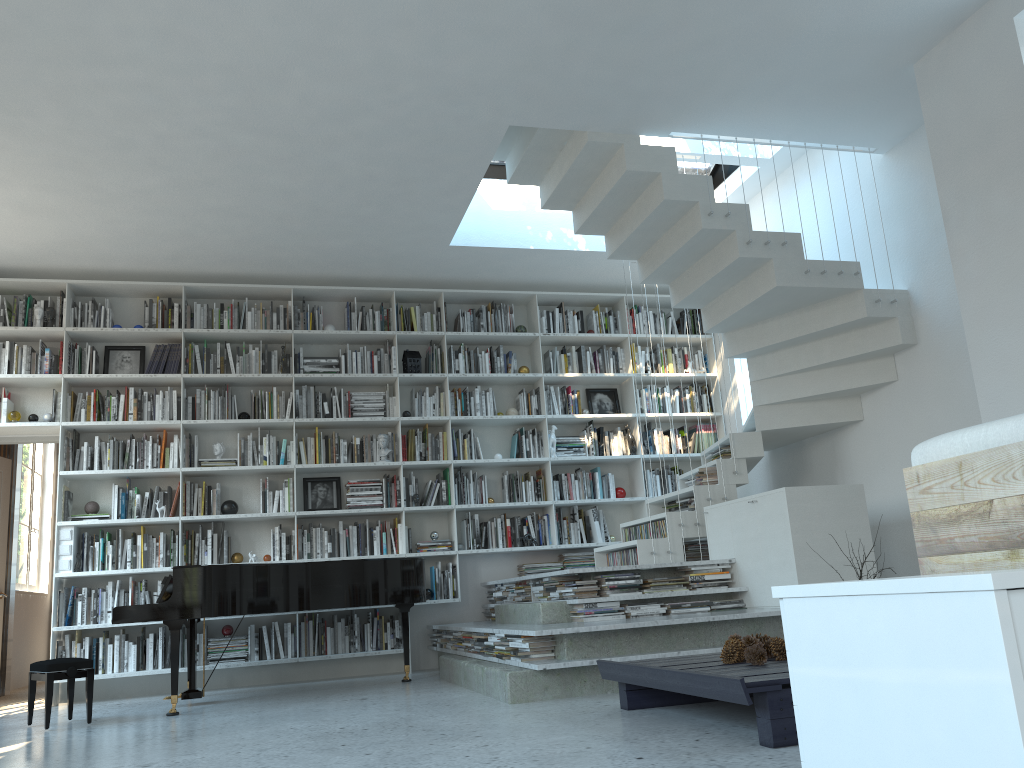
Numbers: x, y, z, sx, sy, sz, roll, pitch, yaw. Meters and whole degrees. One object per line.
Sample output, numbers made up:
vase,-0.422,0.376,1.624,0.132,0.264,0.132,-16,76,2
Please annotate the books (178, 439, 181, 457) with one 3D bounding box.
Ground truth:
books,-2.590,0.564,6.934,0.036,0.257,0.123,0,-14,-16

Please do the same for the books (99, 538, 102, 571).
books,-3.052,1.281,6.609,0.014,0.242,0.171,0,-14,-16

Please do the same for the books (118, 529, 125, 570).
books,-2.929,1.250,6.651,0.012,0.305,0.190,0,-14,-16

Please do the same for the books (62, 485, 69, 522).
books,-3.341,0.911,6.637,0.012,0.284,0.160,0,-14,-16

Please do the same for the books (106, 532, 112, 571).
books,-3.007,1.256,6.613,0.007,0.285,0.182,0,-14,-16

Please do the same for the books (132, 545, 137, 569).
books,-2.821,1.307,6.658,0.029,0.181,0.190,0,-14,-16

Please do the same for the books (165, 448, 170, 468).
books,-2.674,0.599,6.896,0.030,0.183,0.152,0,-14,-16

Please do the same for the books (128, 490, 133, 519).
books,-2.901,0.936,6.759,0.030,0.231,0.148,0,-14,-16

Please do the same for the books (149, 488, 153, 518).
books,-2.765,0.929,6.794,0.013,0.241,0.141,0,-14,-16

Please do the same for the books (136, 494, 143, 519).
books,-2.829,0.946,6.737,0.029,0.189,0.189,0,-14,-16

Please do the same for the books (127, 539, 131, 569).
books,-2.865,1.287,6.661,0.027,0.229,0.159,0,-14,-16

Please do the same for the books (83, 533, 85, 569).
books,-3.173,1.262,6.594,0.016,0.289,0.153,0,-14,-16

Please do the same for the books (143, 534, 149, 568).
books,-2.753,1.269,6.686,0.028,0.260,0.181,0,-14,-16

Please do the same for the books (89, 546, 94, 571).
books,-3.102,1.302,6.567,0.019,0.189,0.193,0,-14,-16

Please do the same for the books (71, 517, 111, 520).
books,-3.154,1.017,6.655,0.254,0.012,0.161,1,-14,-19

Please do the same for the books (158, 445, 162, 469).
books,-2.728,0.589,6.879,0.013,0.203,0.162,0,-14,-16

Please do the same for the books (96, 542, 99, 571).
books,-3.069,1.292,6.594,0.015,0.216,0.180,0,-14,-16

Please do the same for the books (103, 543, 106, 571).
books,-3.032,1.301,6.629,0.016,0.210,0.146,0,-14,-16

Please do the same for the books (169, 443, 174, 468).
books,-2.646,0.580,6.909,0.031,0.223,0.145,0,-14,-16

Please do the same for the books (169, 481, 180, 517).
books,-2.575,0.900,6.804,0.082,0.275,0.229,0,-14,-16

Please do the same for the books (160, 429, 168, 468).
books,-2.710,0.529,6.900,0.035,0.325,0.170,0,-14,-16

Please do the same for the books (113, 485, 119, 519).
books,-2.993,0.912,6.721,0.024,0.272,0.150,0,-14,-16

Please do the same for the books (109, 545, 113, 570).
books,-2.978,1.304,6.611,0.016,0.188,0.184,0,-14,-16

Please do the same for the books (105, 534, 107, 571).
books,-3.021,1.266,6.631,0.009,0.277,0.158,0,-14,-16

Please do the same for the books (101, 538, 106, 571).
books,-3.037,1.277,6.600,0.009,0.244,0.185,0,-14,-16

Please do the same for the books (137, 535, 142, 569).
books,-2.800,1.275,6.683,0.026,0.253,0.177,0,-14,-16

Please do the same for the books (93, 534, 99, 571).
books,-3.098,1.263,6.600,0.008,0.279,0.164,0,-14,-16

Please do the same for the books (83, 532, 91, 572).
books,-3.157,1.258,6.592,0.014,0.293,0.172,0,-14,-16

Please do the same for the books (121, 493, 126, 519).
books,-2.929,0.938,6.709,0.029,0.207,0.190,0,-14,-16

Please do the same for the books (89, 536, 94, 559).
books,-3.121,1.270,6.587,0.007,0.263,0.177,0,-14,-16

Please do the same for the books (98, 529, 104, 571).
books,-3.065,1.247,6.616,0.006,0.314,0.146,0,-14,-16

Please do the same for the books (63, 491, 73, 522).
books,-3.318,0.928,6.628,0.028,0.242,0.157,0,-14,-16

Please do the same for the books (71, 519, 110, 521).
books,-3.154,1.030,6.656,0.254,0.012,0.161,-1,-14,-15

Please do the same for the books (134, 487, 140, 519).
books,-2.854,0.920,6.750,0.011,0.250,0.172,0,-14,-16

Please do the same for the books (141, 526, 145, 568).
books,-2.781,1.241,6.694,0.021,0.322,0.172,0,-14,-16

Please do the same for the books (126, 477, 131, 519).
books,-2.923,0.884,6.760,0.011,0.335,0.154,0,-14,-16

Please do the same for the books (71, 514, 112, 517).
books,-3.157,0.994,6.664,0.254,0.012,0.161,-1,-14,-15

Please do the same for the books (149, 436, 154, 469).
books,-2.788,0.552,6.863,0.015,0.274,0.157,0,-14,-16

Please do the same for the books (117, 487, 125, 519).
books,-2.968,0.922,6.733,0.031,0.255,0.143,0,-14,-16

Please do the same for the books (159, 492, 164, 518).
books,-2.680,0.940,6.792,0.030,0.207,0.173,0,-14,-16

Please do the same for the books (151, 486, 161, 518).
books,-2.727,0.919,6.792,0.060,0.254,0.159,0,-14,-16

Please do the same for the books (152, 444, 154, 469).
books,-2.777,0.583,6.873,0.012,0.217,0.160,0,-14,-16

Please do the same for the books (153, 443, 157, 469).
books,-2.762,0.583,6.882,0.021,0.220,0.149,0,-14,-16

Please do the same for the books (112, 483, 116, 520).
books,-3.011,0.906,6.718,0.012,0.284,0.160,0,-14,-16

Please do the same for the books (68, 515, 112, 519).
books,-3.154,1.004,6.655,0.285,0.012,0.160,-1,-14,-12

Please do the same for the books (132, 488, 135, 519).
books,-2.875,0.926,6.762,0.022,0.248,0.129,0,-14,-16

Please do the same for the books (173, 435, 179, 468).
books,-2.622,0.550,6.928,0.027,0.285,0.148,0,-14,-16

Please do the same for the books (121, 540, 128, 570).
books,-2.904,1.291,6.667,0.045,0.229,0.138,0,-14,-16

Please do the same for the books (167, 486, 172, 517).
books,-2.634,0.922,6.824,0.021,0.250,0.154,0,-14,-16

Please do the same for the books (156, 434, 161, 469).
books,-2.749,0.549,6.899,0.015,0.292,0.144,0,-14,-16

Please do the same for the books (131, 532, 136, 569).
books,-2.847,1.261,6.671,0.014,0.281,0.150,0,-14,-16

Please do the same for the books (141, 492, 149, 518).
books,-2.798,0.943,6.782,0.056,0.213,0.143,0,-14,-16

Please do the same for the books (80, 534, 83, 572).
books,-3.185,1.265,6.592,0.008,0.284,0.160,0,-14,-16

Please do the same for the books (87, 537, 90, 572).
books,-3.140,1.278,6.600,0.022,0.256,0.142,0,-14,-16

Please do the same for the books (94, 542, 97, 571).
books,-3.086,1.294,6.602,0.015,0.217,0.177,0,-14,-16

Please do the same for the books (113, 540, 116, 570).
books,-2.973,1.292,6.652,0.016,0.230,0.136,0,-14,-16

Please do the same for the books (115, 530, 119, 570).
books,-2.941,1.250,6.635,0.019,0.299,0.180,0,-14,-16

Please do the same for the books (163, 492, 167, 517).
books,-2.655,0.941,6.810,0.027,0.209,0.144,0,-14,-16

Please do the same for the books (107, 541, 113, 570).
books,-2.996,1.290,6.614,0.015,0.218,0.190,0,-14,-16
